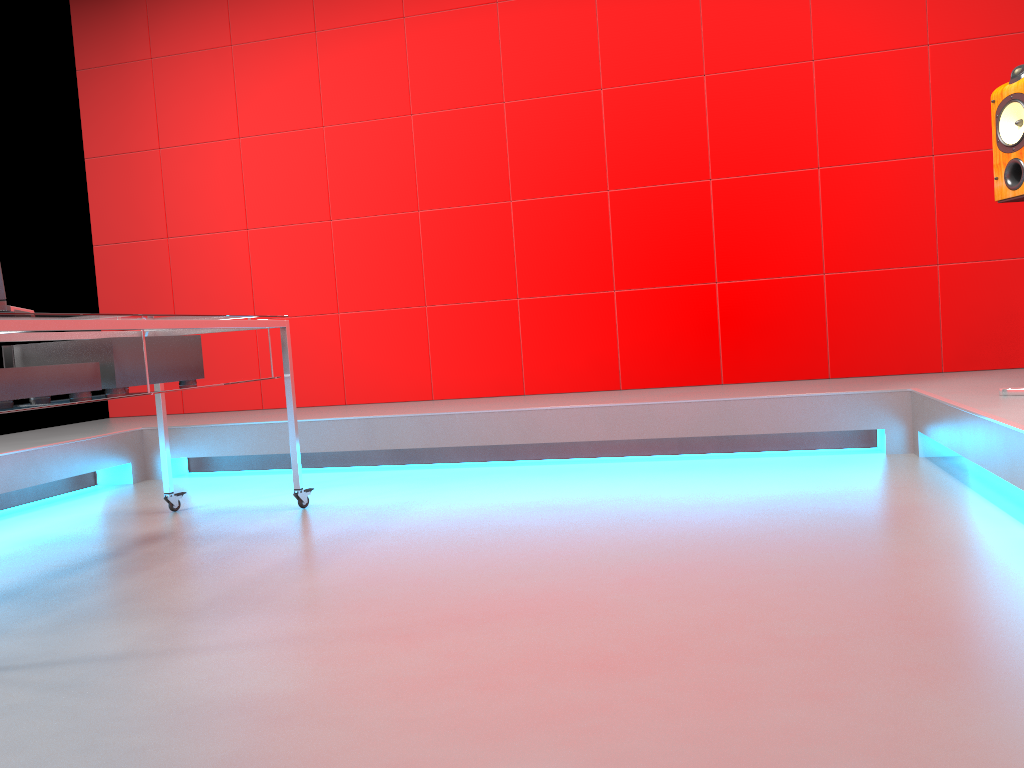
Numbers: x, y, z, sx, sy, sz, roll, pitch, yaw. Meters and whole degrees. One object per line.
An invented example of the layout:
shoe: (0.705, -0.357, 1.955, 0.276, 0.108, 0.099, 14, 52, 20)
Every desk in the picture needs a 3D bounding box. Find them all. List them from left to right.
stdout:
desk: (-1.206, 0.169, 2.492, 0.594, 0.690, 1.617, -3, 3, 14)

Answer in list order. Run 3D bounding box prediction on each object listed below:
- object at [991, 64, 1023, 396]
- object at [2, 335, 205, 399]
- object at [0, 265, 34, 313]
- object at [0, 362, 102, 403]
object: (1.729, -0.494, 2.850, 0.265, 1.058, 0.231, -4, 3, -6)
object: (-1.232, -0.055, 2.711, 0.371, 0.158, 0.431, -3, 3, 14)
object: (-1.311, -0.285, 1.991, 0.342, 0.285, 0.340, -5, 3, -16)
object: (-1.341, 0.011, 2.235, 0.365, 0.092, 0.435, -3, 3, 14)
